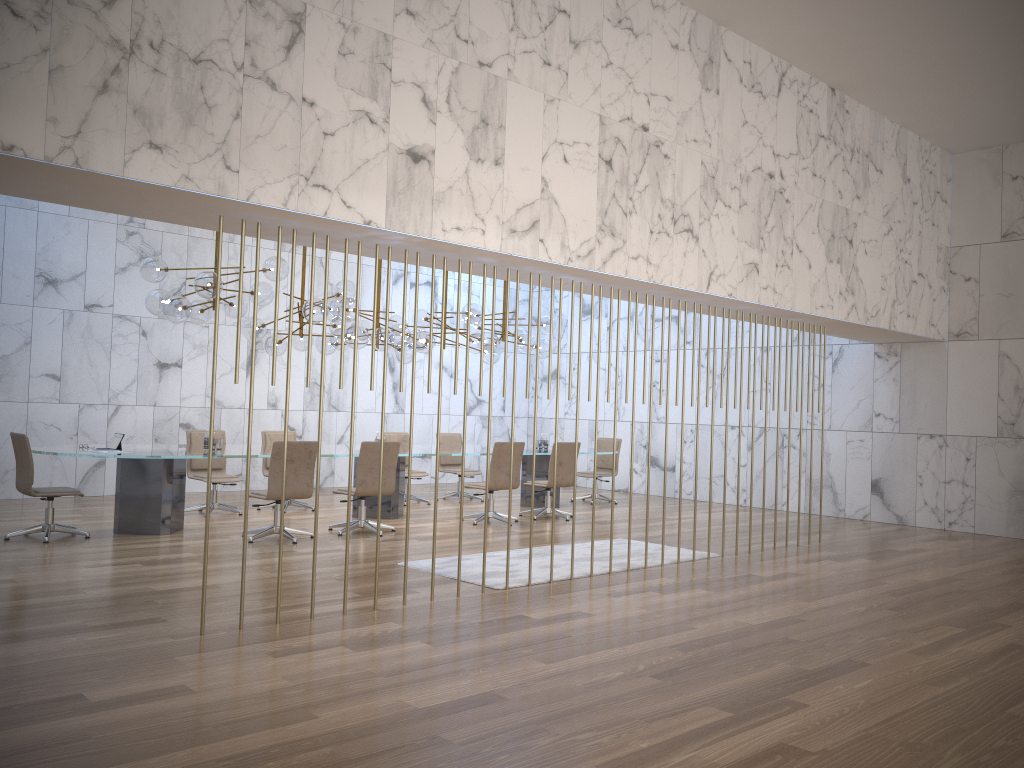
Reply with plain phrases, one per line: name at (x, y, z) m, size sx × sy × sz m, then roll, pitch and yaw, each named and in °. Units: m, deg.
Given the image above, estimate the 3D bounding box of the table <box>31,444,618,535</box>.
table at (-1.655, 1.224, 11.029) m, size 7.924 × 0.835 × 2.092 m, roll 4°, pitch -2°, yaw -43°

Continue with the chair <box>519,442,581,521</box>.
chair at (0.503, 1.239, 11.494) m, size 0.726 × 1.000 × 0.697 m, roll 4°, pitch -2°, yaw -43°

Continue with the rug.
rug at (0.545, 1.626, 8.255) m, size 3.025 × 0.034 × 1.320 m, roll 4°, pitch -2°, yaw -43°

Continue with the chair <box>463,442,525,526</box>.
chair at (-0.226, 1.192, 10.821) m, size 0.726 × 1.000 × 0.697 m, roll 4°, pitch -2°, yaw -43°

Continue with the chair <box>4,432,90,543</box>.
chair at (-4.438, 0.969, 8.470) m, size 0.697 × 1.000 × 0.726 m, roll 4°, pitch -2°, yaw -42°

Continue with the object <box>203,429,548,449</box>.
object at (-1.410, 0.715, 11.274) m, size 5.189 × 0.213 × 0.124 m, roll 4°, pitch -2°, yaw -43°

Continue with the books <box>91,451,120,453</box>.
books at (-3.861, 0.642, 8.453) m, size 0.239 × 0.012 × 0.205 m, roll 1°, pitch -2°, yaw 35°

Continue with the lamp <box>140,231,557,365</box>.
lamp at (-1.643, -1.591, 11.036) m, size 5.672 × 2.716 × 1.557 m, roll 4°, pitch -2°, yaw -43°

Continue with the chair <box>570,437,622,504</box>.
chair at (1.324, 1.338, 13.781) m, size 0.697 × 1.000 × 0.726 m, roll 4°, pitch -2°, yaw -42°

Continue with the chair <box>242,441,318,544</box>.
chair at (-2.317, 1.058, 8.890) m, size 0.726 × 1.000 × 0.697 m, roll 4°, pitch -2°, yaw -43°

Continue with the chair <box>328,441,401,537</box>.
chair at (-1.583, 1.105, 9.567) m, size 0.726 × 1.000 × 0.697 m, roll 4°, pitch -2°, yaw -43°

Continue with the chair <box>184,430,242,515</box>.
chair at (-3.611, 1.068, 10.739) m, size 0.726 × 1.000 × 0.697 m, roll 4°, pitch -2°, yaw -43°

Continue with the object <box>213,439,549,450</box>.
object at (-1.388, 0.763, 11.228) m, size 5.112 × 0.117 × 0.183 m, roll 4°, pitch -2°, yaw -43°

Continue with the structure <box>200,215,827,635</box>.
structure at (0.886, 0.404, 7.627) m, size 7.223 × 2.456 × 0.023 m, roll 4°, pitch -2°, yaw -43°

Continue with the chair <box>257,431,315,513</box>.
chair at (-2.886, 1.114, 11.409) m, size 0.726 × 1.000 × 0.697 m, roll 4°, pitch -2°, yaw -43°

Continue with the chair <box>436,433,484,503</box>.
chair at (-0.798, 1.248, 13.338) m, size 0.726 × 1.000 × 0.697 m, roll 4°, pitch -2°, yaw -43°

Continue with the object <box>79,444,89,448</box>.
object at (-4.311, 0.630, 8.993) m, size 0.134 × 0.037 × 0.096 m, roll 1°, pitch -2°, yaw 26°

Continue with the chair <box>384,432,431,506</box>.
chair at (-1.532, 1.201, 12.660) m, size 0.726 × 1.000 × 0.697 m, roll 4°, pitch -2°, yaw -43°

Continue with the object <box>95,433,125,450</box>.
object at (-4.035, 0.576, 8.893) m, size 0.205 × 0.159 × 0.255 m, roll 4°, pitch -2°, yaw -43°

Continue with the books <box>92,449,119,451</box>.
books at (-3.911, 0.638, 8.529) m, size 0.126 × 0.012 × 0.205 m, roll 0°, pitch -2°, yaw 44°
